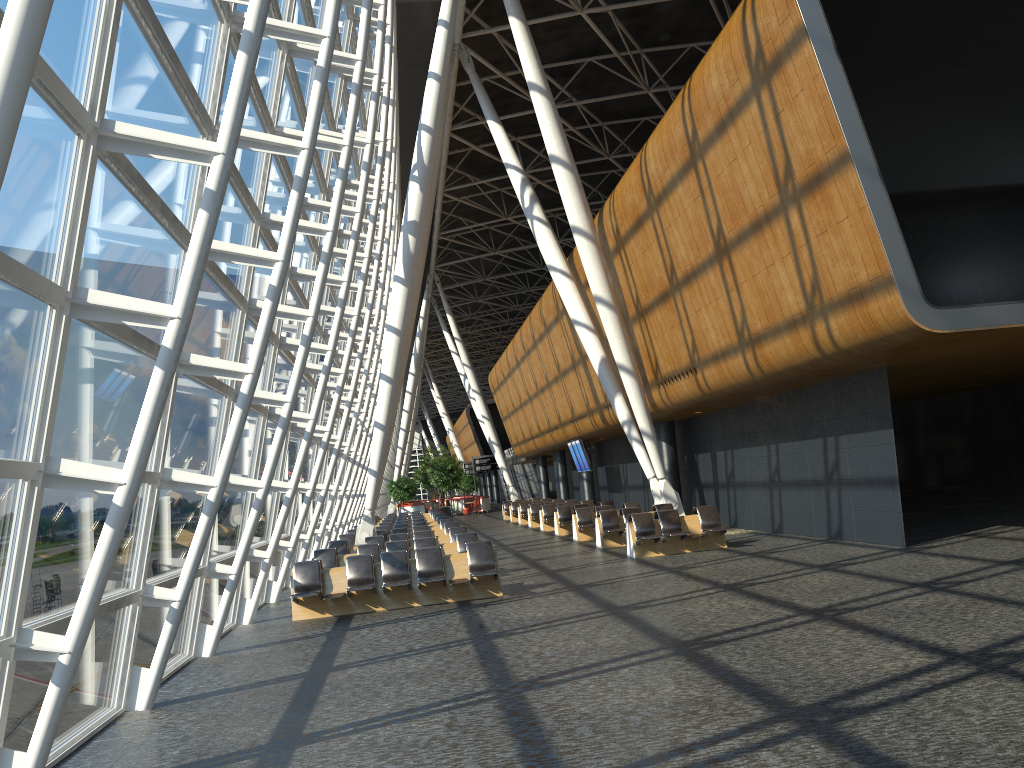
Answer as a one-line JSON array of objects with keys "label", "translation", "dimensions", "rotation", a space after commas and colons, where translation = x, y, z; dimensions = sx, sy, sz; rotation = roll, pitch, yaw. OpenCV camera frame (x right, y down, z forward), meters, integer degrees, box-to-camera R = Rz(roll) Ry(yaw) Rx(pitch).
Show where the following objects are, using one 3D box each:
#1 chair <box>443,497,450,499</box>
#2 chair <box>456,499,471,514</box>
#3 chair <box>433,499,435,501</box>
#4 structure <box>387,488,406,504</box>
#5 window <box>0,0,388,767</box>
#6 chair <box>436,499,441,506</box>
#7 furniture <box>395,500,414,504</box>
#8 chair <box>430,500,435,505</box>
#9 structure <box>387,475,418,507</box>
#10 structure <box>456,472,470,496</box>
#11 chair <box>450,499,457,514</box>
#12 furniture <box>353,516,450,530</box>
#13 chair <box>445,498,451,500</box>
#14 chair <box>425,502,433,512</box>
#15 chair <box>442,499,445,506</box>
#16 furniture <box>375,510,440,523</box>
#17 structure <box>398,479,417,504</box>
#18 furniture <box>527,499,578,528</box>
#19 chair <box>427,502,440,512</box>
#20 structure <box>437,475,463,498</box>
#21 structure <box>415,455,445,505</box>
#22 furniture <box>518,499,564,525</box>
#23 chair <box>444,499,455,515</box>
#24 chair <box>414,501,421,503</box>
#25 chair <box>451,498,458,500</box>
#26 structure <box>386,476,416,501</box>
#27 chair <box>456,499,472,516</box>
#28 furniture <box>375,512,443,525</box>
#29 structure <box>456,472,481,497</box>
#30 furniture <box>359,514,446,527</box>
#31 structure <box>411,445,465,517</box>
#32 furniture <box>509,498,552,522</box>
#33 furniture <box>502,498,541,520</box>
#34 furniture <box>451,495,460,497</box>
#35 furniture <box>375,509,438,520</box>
[{"label": "chair", "translation": [-5.079, 9.548, 70.155], "dimensions": [0.620, 1.009, 0.665], "rotation": [-5, -2, -22]}, {"label": "chair", "translation": [-3.052, 7.742, 55.700], "dimensions": [0.665, 1.009, 0.620], "rotation": [-8, -2, 38]}, {"label": "chair", "translation": [-6.663, 9.990, 72.649], "dimensions": [0.658, 1.009, 0.626], "rotation": [-5, -2, -22]}, {"label": "structure", "translation": [-7.852, 8.115, 62.674], "dimensions": [1.817, 2.809, 1.749], "rotation": [-8, -2, 41]}, {"label": "window", "translation": [-11.059, 4.722, 80.215], "dimensions": [3.714, 13.995, 167.206], "rotation": [-6, -6, -7]}, {"label": "chair", "translation": [-5.564, 9.489, 69.154], "dimensions": [0.658, 1.009, 0.626], "rotation": [-5, -2, -22]}, {"label": "furniture", "translation": [-10.933, 12.630, 91.848], "dimensions": [3.246, 0.867, 1.669], "rotation": [-5, -5, -7]}, {"label": "chair", "translation": [-5.718, 8.640, 61.308], "dimensions": [0.663, 1.009, 0.622], "rotation": [-7, -2, 18]}, {"label": "structure", "translation": [-6.408, 6.838, 52.312], "dimensions": [1.792, 2.775, 1.725], "rotation": [-8, -2, 41]}, {"label": "structure", "translation": [-3.998, 8.912, 74.411], "dimensions": [1.948, 2.991, 1.875], "rotation": [-8, -2, 41]}, {"label": "chair", "translation": [-3.531, 7.911, 56.778], "dimensions": [0.626, 1.009, 0.659], "rotation": [-7, -2, 28]}, {"label": "furniture", "translation": [-3.575, 4.919, 28.914], "dimensions": [3.246, 0.867, 1.669], "rotation": [-5, -5, -7]}, {"label": "chair", "translation": [-4.402, 8.823, 64.222], "dimensions": [0.626, 1.009, 0.659], "rotation": [-7, -2, 28]}, {"label": "chair", "translation": [-5.354, 7.922, 55.142], "dimensions": [0.625, 1.009, 0.660], "rotation": [-7, -2, 18]}, {"label": "chair", "translation": [-4.812, 8.988, 65.328], "dimensions": [0.664, 1.009, 0.621], "rotation": [-7, -2, 28]}, {"label": "furniture", "translation": [-4.620, 6.014, 37.852], "dimensions": [3.246, 0.867, 1.669], "rotation": [-5, -5, -7]}, {"label": "structure", "translation": [-7.238, 7.671, 59.407], "dimensions": [1.844, 2.847, 1.775], "rotation": [-8, -2, 41]}, {"label": "furniture", "translation": [1.554, 4.806, 32.776], "dimensions": [1.894, 0.867, 1.670], "rotation": [-5, -5, -7]}, {"label": "chair", "translation": [-4.848, 7.728, 53.864], "dimensions": [0.663, 1.009, 0.622], "rotation": [-7, -2, 18]}, {"label": "structure", "translation": [-4.714, 7.974, 67.411], "dimensions": [2.282, 3.471, 2.222], "rotation": [-6, -2, 6]}, {"label": "structure", "translation": [-6.208, 8.079, 71.792], "dimensions": [3.102, 4.526, 5.748], "rotation": [-7, -4, 15]}, {"label": "furniture", "translation": [1.206, 5.171, 35.756], "dimensions": [1.894, 0.867, 1.670], "rotation": [-5, -5, -7]}, {"label": "chair", "translation": [-3.941, 8.076, 57.884], "dimensions": [0.664, 1.009, 0.621], "rotation": [-7, -2, 28]}, {"label": "chair", "translation": [-7.547, 9.732, 69.467], "dimensions": [0.620, 1.009, 0.665], "rotation": [-4, -3, -42]}, {"label": "chair", "translation": [-3.845, 8.523, 62.034], "dimensions": [0.626, 1.009, 0.658], "rotation": [-7, -2, 38]}, {"label": "structure", "translation": [-6.844, 7.105, 55.186], "dimensions": [1.910, 2.964, 1.877], "rotation": [-5, -2, -33]}, {"label": "chair", "translation": [-2.974, 7.611, 54.590], "dimensions": [0.626, 1.009, 0.658], "rotation": [-7, -2, 38]}, {"label": "furniture", "translation": [-4.272, 5.649, 34.872], "dimensions": [3.246, 0.867, 1.669], "rotation": [-5, -5, -7]}, {"label": "structure", "translation": [-3.097, 7.782, 64.039], "dimensions": [1.792, 2.775, 1.725], "rotation": [-8, -2, 41]}, {"label": "furniture", "translation": [-3.923, 5.284, 31.893], "dimensions": [3.246, 0.867, 1.669], "rotation": [-5, -5, -7]}, {"label": "structure", "translation": [-4.784, 6.177, 55.890], "dimensions": [3.085, 4.526, 5.840], "rotation": [-5, -4, -15]}, {"label": "furniture", "translation": [0.857, 5.536, 38.735], "dimensions": [1.894, 0.867, 1.670], "rotation": [-5, -5, -7]}, {"label": "furniture", "translation": [0.509, 5.901, 41.715], "dimensions": [1.894, 0.867, 1.670], "rotation": [-5, -5, -7]}, {"label": "furniture", "translation": [-5.456, 12.152, 92.731], "dimensions": [1.894, 0.867, 1.670], "rotation": [-5, -5, -7]}, {"label": "furniture", "translation": [-4.968, 6.380, 40.831], "dimensions": [3.246, 0.867, 1.669], "rotation": [-5, -5, -7]}]
